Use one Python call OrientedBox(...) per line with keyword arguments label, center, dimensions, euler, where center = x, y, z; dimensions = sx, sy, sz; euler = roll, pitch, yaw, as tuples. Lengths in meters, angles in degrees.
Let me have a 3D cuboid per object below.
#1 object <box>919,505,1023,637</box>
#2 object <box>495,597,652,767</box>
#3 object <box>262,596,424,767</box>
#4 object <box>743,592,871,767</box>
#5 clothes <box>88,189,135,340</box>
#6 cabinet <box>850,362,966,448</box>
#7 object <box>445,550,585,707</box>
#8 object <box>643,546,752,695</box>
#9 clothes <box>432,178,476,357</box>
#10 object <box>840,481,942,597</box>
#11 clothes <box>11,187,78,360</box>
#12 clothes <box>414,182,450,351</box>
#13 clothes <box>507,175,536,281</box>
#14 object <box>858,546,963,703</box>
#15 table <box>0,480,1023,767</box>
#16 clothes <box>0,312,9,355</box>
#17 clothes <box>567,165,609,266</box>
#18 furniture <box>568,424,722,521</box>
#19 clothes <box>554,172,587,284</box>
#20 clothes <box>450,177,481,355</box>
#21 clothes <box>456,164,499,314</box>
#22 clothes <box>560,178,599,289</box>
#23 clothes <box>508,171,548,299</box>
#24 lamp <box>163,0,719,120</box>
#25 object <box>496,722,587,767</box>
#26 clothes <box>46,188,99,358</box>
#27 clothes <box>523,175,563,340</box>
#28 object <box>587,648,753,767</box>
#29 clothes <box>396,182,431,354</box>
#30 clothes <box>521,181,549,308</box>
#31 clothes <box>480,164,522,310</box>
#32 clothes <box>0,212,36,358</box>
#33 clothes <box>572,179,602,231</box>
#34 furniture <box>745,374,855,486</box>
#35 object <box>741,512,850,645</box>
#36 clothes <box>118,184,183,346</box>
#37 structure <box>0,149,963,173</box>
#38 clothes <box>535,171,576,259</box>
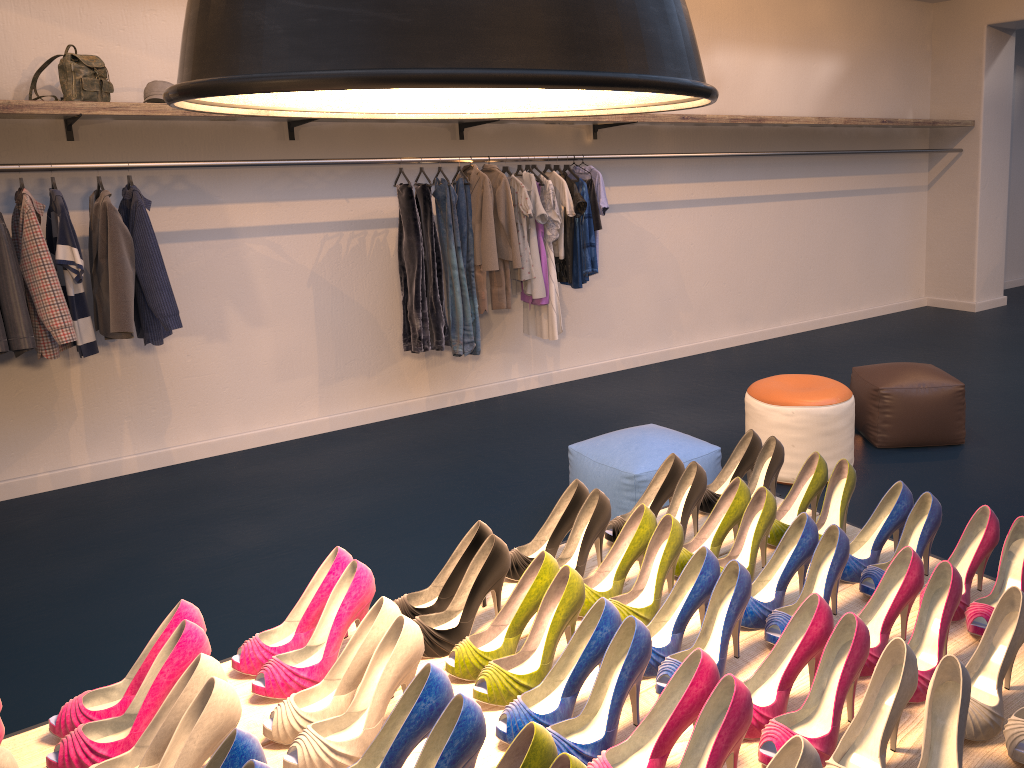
OrientedBox(label="object", center=(0.944, 0.372, 1.746), dimensions=(0.264, 0.193, 0.186), euler=(-12, 16, -36))
OrientedBox(label="object", center=(0.103, 0.478, 1.397), dimensions=(0.263, 0.193, 0.187), euler=(-11, 15, -34))
OrientedBox(label="object", center=(-0.272, 0.481, 1.414), dimensions=(0.263, 0.193, 0.187), euler=(-11, 15, -34))
OrientedBox(label="object", center=(0.456, 0.470, 1.402), dimensions=(0.262, 0.193, 0.188), euler=(-10, 15, -30))
OrientedBox(label="clothes", center=(-1.997, -0.591, 4.294), dimensions=(0.189, 0.727, 0.651), euler=(-11, 15, -34))
OrientedBox(label="cabinet", center=(2.590, 0.279, 4.205), dimensions=(0.785, 0.541, 2.685), euler=(-6, 15, -16))
OrientedBox(label="object", center=(0.009, 0.434, 1.577), dimensions=(0.263, 0.193, 0.187), euler=(-11, 15, -34))
OrientedBox(label="object", center=(0.318, 0.427, 1.581), dimensions=(0.264, 0.193, 0.187), euler=(-12, 16, -36))
OrientedBox(label="clothes", center=(-0.356, -0.714, 5.422), dimensions=(0.214, 1.123, 0.170), euler=(5, 14, 35))
OrientedBox(label="object", center=(0.815, 0.335, 1.898), dimensions=(0.261, 0.193, 0.189), euler=(-9, 14, -27))
OrientedBox(label="clothes", center=(-2.238, -0.533, 4.121), dimensions=(0.190, 0.787, 0.626), euler=(-10, 15, -32))
OrientedBox(label="clothes", center=(-0.495, -0.719, 5.378), dimensions=(0.160, 1.036, 0.213), euler=(-10, 14, -33))
OrientedBox(label="clothes", center=(0.005, -1.027, 5.695), dimensions=(0.127, 0.678, 0.509), euler=(-10, 15, -33))
OrientedBox(label="object", center=(0.695, 0.423, 1.566), dimensions=(0.263, 0.193, 0.187), euler=(-11, 15, -34))
OrientedBox(label="table", center=(-0.108, 0.972, 1.341), dimensions=(2.757, 0.732, 1.147), euler=(-11, 17, -34))
OrientedBox(label="clothes", center=(-2.433, -0.493, 3.964), dimensions=(0.139, 0.745, 0.611), euler=(-9, 14, -30))
OrientedBox(label="clothes", center=(0.516, -1.174, 6.055), dimensions=(0.134, 0.691, 0.508), euler=(-11, 15, -34))
OrientedBox(label="furniture", center=(0.614, 0.432, 4.002), dimensions=(0.704, 0.418, 0.601), euler=(-11, 16, -35))
OrientedBox(label="clothes", center=(0.326, -1.066, 5.926), dimensions=(0.150, 0.743, 0.523), euler=(-9, 14, -29))
OrientedBox(label="clothes", center=(-0.335, -0.740, 5.524), dimensions=(0.251, 1.123, 0.193), euler=(-9, 13, -27))
OrientedBox(label="clothes", center=(-0.222, -0.922, 5.546), dimensions=(0.201, 0.936, 0.481), euler=(-12, 15, -37))
OrientedBox(label="clothes", center=(0.416, -1.042, 6.007), dimensions=(0.136, 0.760, 0.452), euler=(-11, 14, -33))
OrientedBox(label="clothes", center=(0.086, -0.994, 5.762), dimensions=(0.153, 0.822, 0.478), euler=(-9, 14, -28))
OrientedBox(label="lamp", center=(-0.122, -1.169, 1.013), dimensions=(0.763, 1.628, 0.645), euler=(-13, 16, -42))
OrientedBox(label="object", center=(-0.024, 0.564, 1.075), dimensions=(0.263, 0.193, 0.187), euler=(-11, 15, -34))
OrientedBox(label="clothes", center=(-2.140, -0.543, 4.189), dimensions=(0.134, 0.785, 0.526), euler=(-10, 14, -30))
OrientedBox(label="clothes", center=(0.194, -0.857, 5.873), dimensions=(0.142, 1.097, 0.463), euler=(-11, 14, -33))
OrientedBox(label="object", center=(0.221, 0.515, 1.246), dimensions=(0.260, 0.193, 0.189), euler=(-9, 14, -26))
OrientedBox(label="clothes", center=(-0.624, -0.693, 5.269), dimensions=(0.160, 1.036, 0.213), euler=(-10, 14, -33))
OrientedBox(label="clothes", center=(0.138, -0.917, 5.816), dimensions=(0.100, 0.866, 0.307), euler=(-10, 13, -30))
OrientedBox(label="clothes", center=(-0.124, -0.941, 5.612), dimensions=(0.201, 0.936, 0.481), euler=(-12, 15, -37))
OrientedBox(label="clothes", center=(-2.347, -0.510, 4.025), dimensions=(0.139, 0.745, 0.611), euler=(-9, 14, -30))
OrientedBox(label="clothes", center=(0.433, -1.223, 5.960), dimensions=(0.150, 0.367, 0.423), euler=(-11, 16, -33))
OrientedBox(label="furniture", center=(1.529, 0.225, 4.623), dimensions=(0.628, 0.475, 0.540), euler=(-10, 15, -31))
OrientedBox(label="object", center=(0.554, 0.384, 1.730), dimensions=(0.263, 0.193, 0.187), euler=(-11, 15, -34))
OrientedBox(label="clothes", center=(-1.856, -0.610, 4.395), dimensions=(0.190, 0.787, 0.626), euler=(-10, 15, -32))
OrientedBox(label="structure", center=(0.839, -1.633, 6.236), dimensions=(9.465, 0.038, 0.036), euler=(-11, 16, -35))
OrientedBox(label="clothes", center=(0.264, -1.146, 5.876), dimensions=(0.085, 0.579, 0.483), euler=(-10, 15, -32))
